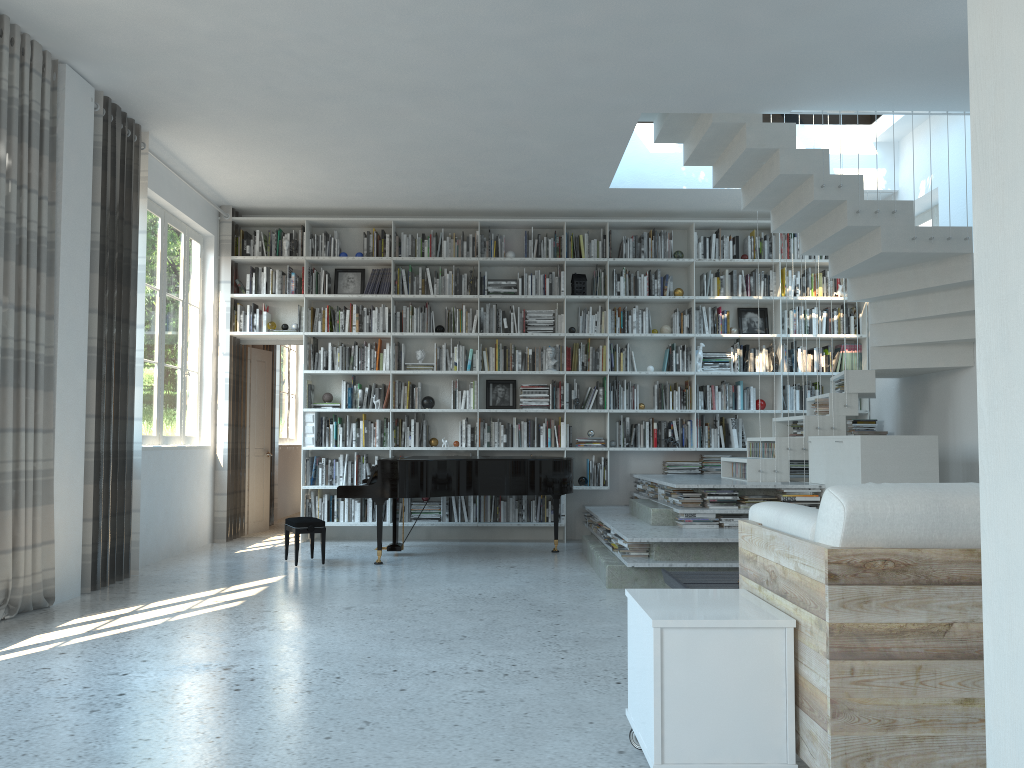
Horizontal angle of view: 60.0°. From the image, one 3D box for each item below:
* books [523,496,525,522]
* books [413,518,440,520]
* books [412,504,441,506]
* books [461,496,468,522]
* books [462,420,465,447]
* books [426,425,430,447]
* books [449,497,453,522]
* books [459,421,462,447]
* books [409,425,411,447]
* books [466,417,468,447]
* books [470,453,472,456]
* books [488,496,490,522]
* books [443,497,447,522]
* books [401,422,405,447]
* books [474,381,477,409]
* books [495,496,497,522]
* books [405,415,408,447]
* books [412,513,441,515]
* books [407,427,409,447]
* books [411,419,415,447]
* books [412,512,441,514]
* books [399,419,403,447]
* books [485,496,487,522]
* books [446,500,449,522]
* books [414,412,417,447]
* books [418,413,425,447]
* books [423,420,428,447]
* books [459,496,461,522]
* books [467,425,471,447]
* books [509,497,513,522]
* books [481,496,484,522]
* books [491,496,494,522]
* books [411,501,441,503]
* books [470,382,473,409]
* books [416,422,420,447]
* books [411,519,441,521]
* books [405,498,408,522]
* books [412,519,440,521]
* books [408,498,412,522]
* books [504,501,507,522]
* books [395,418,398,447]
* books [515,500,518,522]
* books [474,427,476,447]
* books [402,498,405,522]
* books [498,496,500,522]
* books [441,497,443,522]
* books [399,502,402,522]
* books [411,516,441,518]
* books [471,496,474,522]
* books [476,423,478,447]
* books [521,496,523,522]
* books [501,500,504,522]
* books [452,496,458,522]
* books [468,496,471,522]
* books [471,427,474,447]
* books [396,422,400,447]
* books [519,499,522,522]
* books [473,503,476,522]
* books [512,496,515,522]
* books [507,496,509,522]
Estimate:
[{"bbox_3d":[0.113,1.199,8.665,0.014,0.288,0.185,0,-3,-1],"label":"books"},{"bbox_3d":[-0.836,1.317,8.665,0.254,0.007,0.161,0,-4,-1],"label":"books"},{"bbox_3d":[-0.834,1.185,8.665,0.285,0.005,0.159,0,-4,-4],"label":"books"},{"bbox_3d":[-0.463,1.204,8.665,0.073,0.275,0.181,0,-3,-1],"label":"books"},{"bbox_3d":[-0.471,0.485,8.700,0.027,0.269,0.159,0,-3,-1],"label":"books"},{"bbox_3d":[-0.823,0.514,8.704,0.023,0.212,0.160,0,-3,-1],"label":"books"},{"bbox_3d":[-0.598,1.223,8.671,0.028,0.237,0.136,0,-3,-1],"label":"books"},{"bbox_3d":[-0.505,0.494,8.710,0.012,0.254,0.161,0,-3,-1],"label":"books"},{"bbox_3d":[-0.990,0.511,8.691,0.021,0.215,0.172,0,-3,-1],"label":"books"},{"bbox_3d":[-0.441,0.476,8.711,0.014,0.290,0.132,0,-3,-1],"label":"books"},{"bbox_3d":[-0.401,0.833,8.682,0.013,0.320,0.173,0,-3,-1],"label":"books"},{"bbox_3d":[-0.226,1.212,8.678,0.025,0.263,0.145,0,-3,-1],"label":"books"},{"bbox_3d":[-0.658,1.209,8.671,0.031,0.265,0.144,0,-3,-1],"label":"books"},{"bbox_3d":[-1.060,0.494,8.692,0.042,0.248,0.162,0,-3,-1],"label":"books"},{"bbox_3d":[-0.357,0.114,8.717,0.021,0.281,0.162,0,-3,-1],"label":"books"},{"bbox_3d":[-0.157,1.220,8.680,0.022,0.246,0.144,0,-3,-1],"label":"books"},{"bbox_3d":[-1.032,0.462,8.692,0.014,0.313,0.166,0,-3,-1],"label":"books"},{"bbox_3d":[-0.834,1.268,8.658,0.285,0.007,0.159,0,-4,-5],"label":"books"},{"bbox_3d":[-1.013,0.520,8.694,0.024,0.196,0.157,0,-3,-1],"label":"books"},{"bbox_3d":[-0.965,0.484,8.690,0.027,0.269,0.185,0,-3,-1],"label":"books"},{"bbox_3d":[-0.834,1.255,8.657,0.285,0.007,0.159,1,-4,-6],"label":"books"},{"bbox_3d":[-1.086,0.481,8.684,0.012,0.272,0.181,0,-3,-1],"label":"books"},{"bbox_3d":[-0.255,1.173,8.677,0.014,0.340,0.140,0,-3,-1],"label":"books"},{"bbox_3d":[-0.627,1.240,8.657,0.029,0.202,0.178,0,-3,-1],"label":"books"},{"bbox_3d":[-0.946,0.451,8.717,0.013,0.338,0.138,0,-3,-1],"label":"books"},{"bbox_3d":[-0.886,0.455,8.694,0.050,0.328,0.166,0,-3,-1],"label":"books"},{"bbox_3d":[-0.848,0.488,8.691,0.027,0.261,0.163,0,-3,-1],"label":"books"},{"bbox_3d":[-0.506,1.204,8.652,0.012,0.274,0.180,0,-3,-1],"label":"books"},{"bbox_3d":[-0.419,0.510,8.701,0.029,0.220,0.153,0,-3,-1],"label":"books"},{"bbox_3d":[-0.011,1.227,8.680,0.030,0.234,0.138,0,-3,-1],"label":"books"},{"bbox_3d":[-0.288,1.214,8.658,0.026,0.256,0.183,0,-3,-1],"label":"books"},{"bbox_3d":[-0.185,1.187,8.671,0.034,0.311,0.170,0,-3,-1],"label":"books"},{"bbox_3d":[-0.833,1.152,8.662,0.285,0.005,0.159,0,-4,4],"label":"books"},{"bbox_3d":[-0.393,0.120,8.723,0.027,0.269,0.178,0,-3,-1],"label":"books"},{"bbox_3d":[-0.925,0.499,8.707,0.029,0.240,0.135,0,-3,-1],"label":"books"},{"bbox_3d":[-0.836,1.331,8.665,0.285,0.007,0.159,0,-4,-1],"label":"books"},{"bbox_3d":[-1.025,1.227,8.665,0.027,0.227,0.139,0,-3,-1],"label":"books"},{"bbox_3d":[-0.836,1.323,8.656,0.254,0.007,0.161,0,-4,3],"label":"books"},{"bbox_3d":[-0.999,1.200,8.667,0.027,0.282,0.129,0,-3,-1],"label":"books"},{"bbox_3d":[-0.067,1.246,8.687,0.030,0.196,0.143,0,-3,-1],"label":"books"},{"bbox_3d":[-1.129,0.476,8.694,0.013,0.283,0.146,0,-3,-1],"label":"books"},{"bbox_3d":[0.044,1.242,8.678,0.024,0.203,0.144,0,-3,-1],"label":"books"},{"bbox_3d":[-0.362,0.521,8.708,0.024,0.201,0.158,0,-3,-1],"label":"books"},{"bbox_3d":[-1.050,1.224,8.656,0.023,0.231,0.164,0,-3,-1],"label":"books"},{"bbox_3d":[-0.127,1.206,8.682,0.012,0.276,0.154,0,-3,-1],"label":"books"},{"bbox_3d":[-0.679,1.214,8.655,0.012,0.254,0.161,0,-3,-1],"label":"books"},{"bbox_3d":[-1.088,1.248,8.657,0.053,0.184,0.148,0,-3,-1],"label":"books"},{"bbox_3d":[-0.833,1.296,8.654,0.285,0.007,0.159,0,-4,4],"label":"books"},{"bbox_3d":[-0.389,1.211,8.648,0.024,0.260,0.189,0,-3,-1],"label":"books"},{"bbox_3d":[-0.341,0.502,8.736,0.019,0.242,0.107,0,-3,-1],"label":"books"},{"bbox_3d":[0.099,1.175,8.664,0.014,0.335,0.183,0,-3,-1],"label":"books"},{"bbox_3d":[-0.096,1.239,8.657,0.028,0.206,0.175,0,-3,-1],"label":"books"},{"bbox_3d":[-0.555,1.215,8.660,0.062,0.253,0.178,0,-3,-1],"label":"books"},{"bbox_3d":[-0.414,1.213,8.679,0.025,0.259,0.132,0,-3,-1],"label":"books"},{"bbox_3d":[-0.390,0.524,8.721,0.031,0.194,0.142,0,-3,-1],"label":"books"},{"bbox_3d":[-1.107,0.498,8.690,0.030,0.239,0.157,0,-3,-1],"label":"books"},{"bbox_3d":[0.081,1.237,8.670,0.022,0.212,0.167,0,-3,-1],"label":"books"},{"bbox_3d":[-0.366,1.252,8.663,0.024,0.179,0.171,0,-3,-1],"label":"books"},{"bbox_3d":[0.018,1.214,8.681,0.028,0.261,0.132,0,-3,-1],"label":"books"},{"bbox_3d":[-0.039,1.197,8.678,0.026,0.294,0.155,0,-3,-1],"label":"books"}]
